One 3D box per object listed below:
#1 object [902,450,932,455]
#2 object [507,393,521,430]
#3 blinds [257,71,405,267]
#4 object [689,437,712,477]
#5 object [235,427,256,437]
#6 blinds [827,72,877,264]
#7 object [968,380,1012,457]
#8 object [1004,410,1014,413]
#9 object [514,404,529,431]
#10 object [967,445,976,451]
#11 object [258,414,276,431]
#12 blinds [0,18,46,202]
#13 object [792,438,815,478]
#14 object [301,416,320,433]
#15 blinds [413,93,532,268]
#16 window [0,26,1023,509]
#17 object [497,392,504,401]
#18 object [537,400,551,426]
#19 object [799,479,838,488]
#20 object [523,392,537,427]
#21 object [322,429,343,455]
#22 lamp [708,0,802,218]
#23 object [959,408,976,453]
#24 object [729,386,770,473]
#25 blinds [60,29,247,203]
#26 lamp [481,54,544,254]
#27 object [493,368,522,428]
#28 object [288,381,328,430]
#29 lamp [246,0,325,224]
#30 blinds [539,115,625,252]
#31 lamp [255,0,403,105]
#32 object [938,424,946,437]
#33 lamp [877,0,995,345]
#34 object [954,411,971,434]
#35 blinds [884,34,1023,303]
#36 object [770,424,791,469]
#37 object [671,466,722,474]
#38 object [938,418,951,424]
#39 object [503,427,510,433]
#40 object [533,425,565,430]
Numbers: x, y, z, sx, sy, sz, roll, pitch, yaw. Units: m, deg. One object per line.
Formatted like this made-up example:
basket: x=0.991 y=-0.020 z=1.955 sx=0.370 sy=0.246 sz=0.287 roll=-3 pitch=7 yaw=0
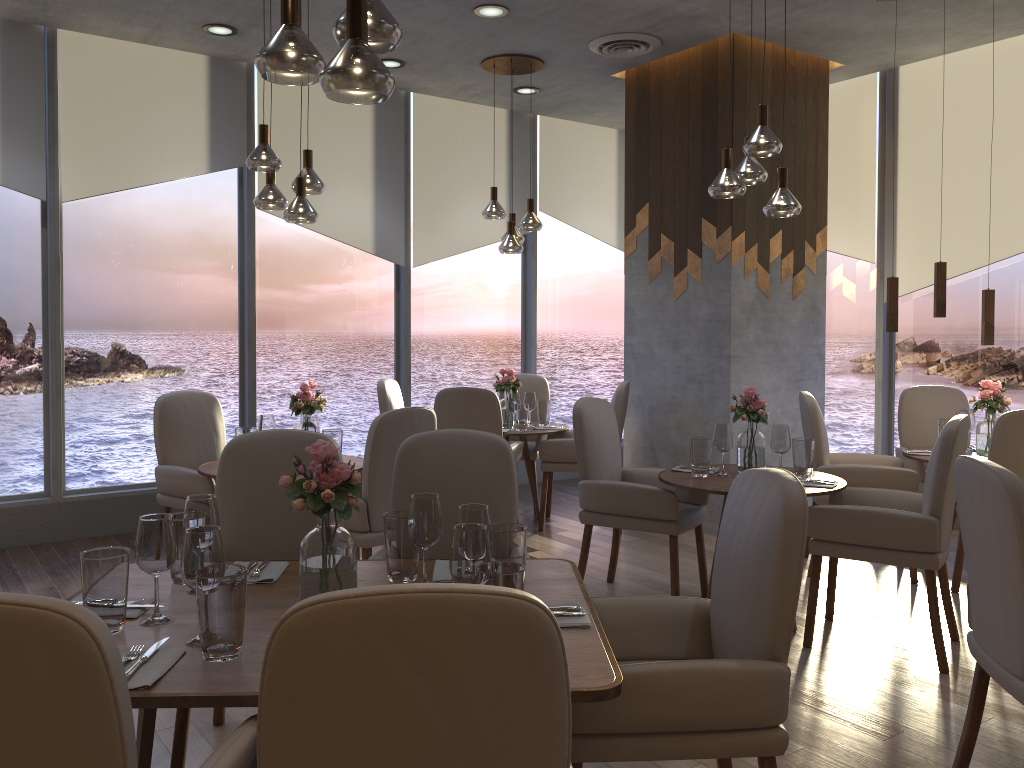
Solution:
object: x=2.307 y=0.376 z=4.903 sx=0.255 sy=0.019 sz=0.157 roll=1 pitch=3 yaw=9
object: x=0.015 y=0.188 z=6.079 sx=0.092 sy=0.244 sz=0.092 roll=1 pitch=2 yaw=36
blinds: x=-1.318 y=-2.234 z=6.583 sx=1.174 sy=2.678 sz=0.007 roll=-1 pitch=2 yaw=-36
object: x=0.876 y=0.340 z=4.120 sx=0.102 sy=0.178 sz=0.102 roll=2 pitch=2 yaw=35
object: x=-1.354 y=0.312 z=4.507 sx=0.102 sy=0.178 sz=0.102 roll=0 pitch=2 yaw=4
blinds: x=2.296 y=-2.240 z=6.875 sx=0.007 sy=2.678 sz=1.174 roll=-1 pitch=2 yaw=-35
object: x=2.603 y=0.184 z=4.817 sx=0.198 sy=0.415 sz=0.210 roll=-1 pitch=2 yaw=-23
object: x=2.734 y=0.268 z=4.857 sx=0.092 sy=0.244 sz=0.092 roll=-1 pitch=2 yaw=-27
object: x=0.063 y=0.227 z=5.982 sx=0.102 sy=0.178 sz=0.102 roll=1 pitch=2 yaw=27
object: x=2.649 y=0.366 z=5.086 sx=0.157 sy=0.019 sz=0.255 roll=1 pitch=3 yaw=7
object: x=-1.245 y=0.279 z=4.505 sx=0.092 sy=0.244 sz=0.092 roll=2 pitch=2 yaw=40
blinds: x=-3.362 y=-2.448 z=5.117 sx=1.174 sy=2.678 sz=0.007 roll=-1 pitch=2 yaw=-36
object: x=1.346 y=0.343 z=4.097 sx=0.102 sy=0.178 sz=0.102 roll=-2 pitch=3 yaw=-44
object: x=-1.003 y=0.285 z=4.415 sx=0.092 sy=0.244 sz=0.092 roll=1 pitch=2 yaw=19
blinds: x=-0.302 y=-2.275 z=7.308 sx=1.174 sy=2.678 sz=0.007 roll=-1 pitch=2 yaw=-36
window: x=0.565 y=-0.783 z=4.573 sx=16.120 sy=3.196 sz=8.071 roll=1 pitch=3 yaw=9
object: x=-0.066 y=0.170 z=6.381 sx=0.092 sy=0.244 sz=0.092 roll=-1 pitch=2 yaw=-33
object: x=0.228 y=0.208 z=6.298 sx=0.102 sy=0.178 sz=0.102 roll=0 pitch=2 yaw=-9
object: x=1.310 y=0.432 z=3.937 sx=0.255 sy=0.019 sz=0.157 roll=2 pitch=4 yaw=30
object: x=0.127 y=0.178 z=6.255 sx=0.092 sy=0.244 sz=0.092 roll=0 pitch=2 yaw=-5
object: x=-0.894 y=0.318 z=4.412 sx=0.102 sy=0.178 sz=0.102 roll=0 pitch=2 yaw=-15
lamp: x=1.115 y=-1.436 z=4.065 sx=0.439 sy=1.325 sz=0.440 roll=-1 pitch=2 yaw=-28
object: x=2.540 y=0.261 z=4.958 sx=0.092 sy=0.244 sz=0.092 roll=1 pitch=2 yaw=32
object: x=1.134 y=0.216 z=4.234 sx=0.198 sy=0.415 sz=0.210 roll=1 pitch=2 yaw=12
blinds: x=-2.333 y=-2.490 z=5.850 sx=1.174 sy=2.678 sz=0.007 roll=-1 pitch=2 yaw=-36
lamp: x=0.002 y=-1.567 z=6.194 sx=0.439 sy=1.325 sz=0.440 roll=1 pitch=2 yaw=22
object: x=-0.031 y=0.093 z=6.232 sx=0.210 sy=0.415 sz=0.198 roll=0 pitch=2 yaw=2
object: x=-1.051 y=0.191 z=4.563 sx=0.198 sy=0.415 sz=0.210 roll=1 pitch=2 yaw=27
lamp: x=-1.134 y=-1.464 z=4.434 sx=0.439 sy=1.325 sz=0.439 roll=-1 pitch=2 yaw=-33
blinds: x=0.714 y=-2.507 z=8.027 sx=1.174 sy=2.678 sz=0.007 roll=-1 pitch=2 yaw=-36
lamp: x=-0.447 y=-1.322 z=2.087 sx=0.439 sy=1.325 sz=0.440 roll=-1 pitch=2 yaw=-30
object: x=2.332 y=0.307 z=4.737 sx=0.102 sy=0.178 sz=0.102 roll=2 pitch=2 yaw=35
lamp: x=2.572 y=-1.173 z=4.762 sx=1.161 sy=1.929 sz=0.118 roll=0 pitch=2 yaw=9
object: x=2.428 y=0.271 z=4.787 sx=0.092 sy=0.244 sz=0.092 roll=1 pitch=2 yaw=28
blinds: x=3.021 y=-1.893 z=5.866 sx=0.007 sy=2.678 sz=1.174 roll=-1 pitch=2 yaw=-35
object: x=1.238 y=0.310 z=4.084 sx=0.092 sy=0.244 sz=0.092 roll=0 pitch=2 yaw=10
object: x=0.909 y=0.410 z=4.285 sx=0.255 sy=0.019 sz=0.157 roll=2 pitch=4 yaw=29
object: x=2.486 y=0.288 z=5.053 sx=0.102 sy=0.178 sz=0.102 roll=0 pitch=2 yaw=3
object: x=-0.102 y=0.307 z=5.964 sx=0.157 sy=0.019 sz=0.255 roll=1 pitch=3 yaw=11
object: x=0.237 y=0.298 z=6.134 sx=0.255 sy=0.019 sz=0.157 roll=1 pitch=4 yaw=14
